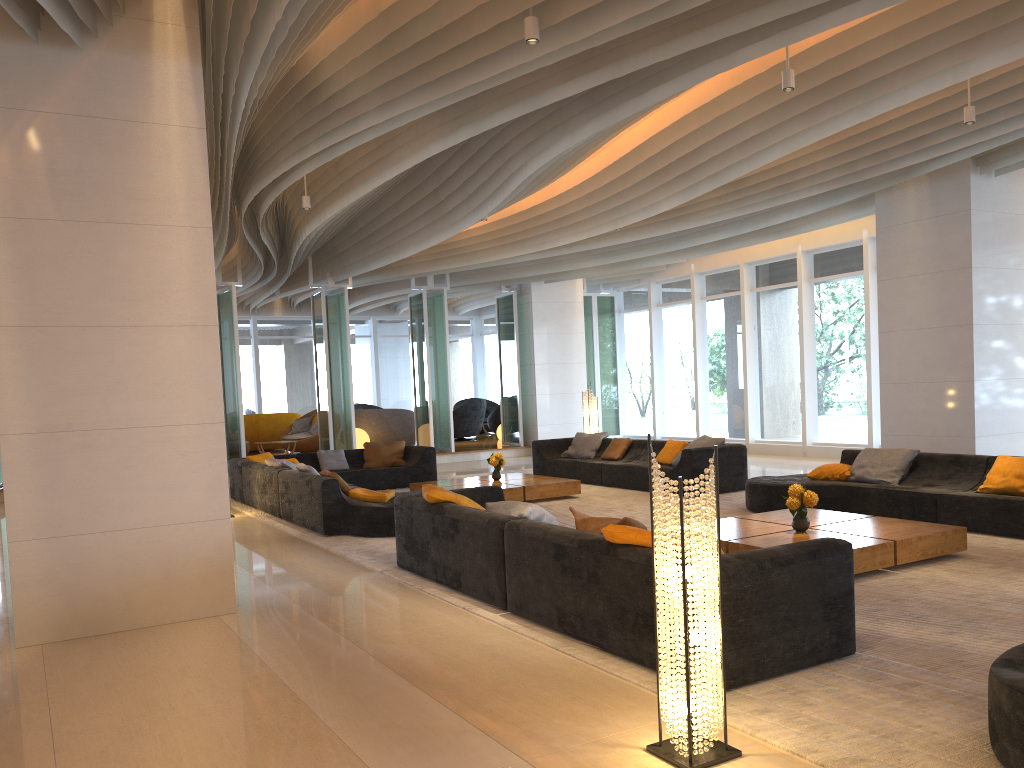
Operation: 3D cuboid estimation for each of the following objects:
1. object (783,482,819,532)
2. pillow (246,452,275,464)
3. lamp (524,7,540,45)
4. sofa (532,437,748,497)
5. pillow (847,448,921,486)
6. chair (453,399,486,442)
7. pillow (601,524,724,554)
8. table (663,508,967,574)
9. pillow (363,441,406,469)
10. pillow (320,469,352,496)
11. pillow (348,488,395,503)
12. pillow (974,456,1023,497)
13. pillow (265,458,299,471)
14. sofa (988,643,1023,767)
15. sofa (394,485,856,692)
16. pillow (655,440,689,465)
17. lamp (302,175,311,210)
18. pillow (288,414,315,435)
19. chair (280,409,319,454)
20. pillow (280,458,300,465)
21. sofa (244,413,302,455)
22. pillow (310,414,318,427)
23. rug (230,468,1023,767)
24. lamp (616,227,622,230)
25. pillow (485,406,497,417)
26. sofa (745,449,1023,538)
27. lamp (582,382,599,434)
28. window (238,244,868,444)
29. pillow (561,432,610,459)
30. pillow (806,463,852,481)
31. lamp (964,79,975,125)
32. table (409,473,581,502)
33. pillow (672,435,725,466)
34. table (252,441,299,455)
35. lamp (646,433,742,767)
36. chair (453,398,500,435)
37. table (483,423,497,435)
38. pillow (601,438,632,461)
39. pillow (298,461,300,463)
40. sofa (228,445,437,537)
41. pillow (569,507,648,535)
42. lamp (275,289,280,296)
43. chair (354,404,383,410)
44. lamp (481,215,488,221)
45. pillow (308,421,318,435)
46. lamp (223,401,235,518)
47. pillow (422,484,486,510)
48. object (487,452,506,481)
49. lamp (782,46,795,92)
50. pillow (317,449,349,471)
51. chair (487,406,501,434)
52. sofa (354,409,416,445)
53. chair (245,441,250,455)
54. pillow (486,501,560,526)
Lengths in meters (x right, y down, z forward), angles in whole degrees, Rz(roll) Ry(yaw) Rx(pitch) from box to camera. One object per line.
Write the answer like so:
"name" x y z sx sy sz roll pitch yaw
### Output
"object" 2.145 0.911 6.593 0.237 0.378 0.264 -3 2 -8
"pillow" -3.472 1.127 12.451 0.336 0.317 0.414 -2 1 32
"lamp" 0.090 -2.849 5.395 0.090 1.510 0.087 -5 4 -39
"sofa" 1.616 1.086 12.275 0.954 0.583 3.719 -3 0 -29
"pillow" 3.635 0.842 8.758 0.468 0.417 0.655 -3 1 -29
"chair" -1.226 0.876 21.507 1.119 1.008 1.538 -2 1 33
"pillow" 0.849 0.879 4.471 0.628 0.378 0.555 -2 1 38
"table" 2.246 1.207 6.773 1.622 0.220 1.576 -2 0 -30
"pillow" -1.922 1.058 13.378 0.641 0.378 0.544 -3 1 -8
"pillow" -1.790 1.043 9.214 0.333 0.312 0.417 -3 1 -28
"pillow" -1.427 1.129 9.071 0.409 0.136 0.417 -3 0 4
"pillow" 4.321 0.822 7.540 0.456 0.395 0.627 -3 1 -30
"pillow" -2.644 1.085 10.775 0.554 0.378 0.641 -3 1 -34
"sofa" 2.386 0.993 2.406 1.373 0.578 2.218 -3 0 -29
"sofa" 0.354 1.100 5.659 0.954 0.583 3.719 -3 0 -29
"pillow" 2.087 0.897 11.658 0.326 0.313 0.401 -3 1 -27
"lamp" -2.332 -2.713 9.886 0.088 1.510 0.089 -2 3 15
"pillow" -4.622 0.893 19.564 0.614 0.455 0.476 -2 1 22
"chair" -4.394 1.003 19.336 1.153 1.008 1.492 -4 1 -42
"pillow" -2.768 1.085 11.087 0.417 0.336 0.328 -2 1 26
"sofa" -5.934 1.129 20.017 2.600 0.903 1.091 -3 1 -40
"pillow" -4.222 0.857 19.511 0.596 0.423 0.377 -2 2 38
"rug" 2.097 1.329 7.057 5.586 0.022 15.972 -2 0 -29
"lamp" 1.422 -2.866 12.065 0.088 1.510 0.089 -2 3 15
"pillow" -0.552 0.773 24.611 0.504 0.410 0.462 -3 1 -2
"sofa" 3.836 0.960 7.961 1.370 0.584 4.079 -3 0 -31
"lamp" 1.298 0.692 14.552 0.253 1.455 0.246 -4 3 -30
"window" 4.742 -0.610 10.857 53.759 3.228 22.394 -3 0 25
"pillow" 1.103 0.924 13.443 0.628 0.378 0.555 -2 1 38
"pillow" 3.293 0.915 9.155 0.443 0.193 0.592 -2 0 25
"lamp" 3.921 -3.005 7.626 0.090 1.510 0.087 -5 4 -39
"table" -0.237 1.346 11.205 1.622 0.220 1.576 -2 0 -30
"pillow" 2.347 0.855 11.224 0.549 0.378 0.635 -3 1 -8
"table" -4.906 1.365 18.440 1.062 0.319 0.830 -3 0 42
"lamp" 0.648 0.776 3.270 0.253 1.201 0.246 -4 3 -30
"chair" -0.875 0.879 24.460 1.531 1.008 1.124 -3 1 -17
"table" -0.303 1.193 23.614 1.092 0.319 0.807 -3 0 -23
"pillow" 1.496 0.930 12.713 0.326 0.313 0.401 -3 1 -32
"pillow" -2.780 1.114 11.259 0.406 0.320 0.334 -2 1 28
"sofa" -1.572 1.185 11.073 2.863 0.655 5.010 -2 0 -29
"pillow" 0.604 0.914 5.062 0.449 0.411 0.592 -3 1 -28
"lamp" -4.792 -2.552 17.965 0.090 1.510 0.088 -4 3 -21
"chair" -3.353 0.974 21.982 1.117 1.008 1.540 -2 1 43
"lamp" -0.382 -2.792 11.017 0.088 1.510 0.089 -2 3 15
"pillow" -4.128 0.897 19.105 0.469 0.410 0.496 -3 1 -27
"lamp" -3.531 0.882 10.649 0.253 1.455 0.246 -4 3 -30
"pillow" -0.395 0.948 6.690 0.549 0.378 0.635 -3 1 -8
"object" -0.200 1.046 11.387 0.236 0.378 0.265 -3 2 2
"lamp" 2.010 -2.927 6.518 0.088 1.510 0.090 -1 4 33
"pillow" -2.619 1.115 12.955 0.413 0.313 0.317 -3 1 -28
"chair" 0.098 0.825 22.698 1.537 1.008 1.119 -3 1 -27
"sofa" -3.033 0.999 19.995 2.535 0.903 1.119 -3 1 20
"chair" -5.884 1.060 17.807 1.148 1.008 1.498 -3 1 -22
"pillow" 0.105 0.980 5.958 0.426 0.378 0.578 -3 1 -27
